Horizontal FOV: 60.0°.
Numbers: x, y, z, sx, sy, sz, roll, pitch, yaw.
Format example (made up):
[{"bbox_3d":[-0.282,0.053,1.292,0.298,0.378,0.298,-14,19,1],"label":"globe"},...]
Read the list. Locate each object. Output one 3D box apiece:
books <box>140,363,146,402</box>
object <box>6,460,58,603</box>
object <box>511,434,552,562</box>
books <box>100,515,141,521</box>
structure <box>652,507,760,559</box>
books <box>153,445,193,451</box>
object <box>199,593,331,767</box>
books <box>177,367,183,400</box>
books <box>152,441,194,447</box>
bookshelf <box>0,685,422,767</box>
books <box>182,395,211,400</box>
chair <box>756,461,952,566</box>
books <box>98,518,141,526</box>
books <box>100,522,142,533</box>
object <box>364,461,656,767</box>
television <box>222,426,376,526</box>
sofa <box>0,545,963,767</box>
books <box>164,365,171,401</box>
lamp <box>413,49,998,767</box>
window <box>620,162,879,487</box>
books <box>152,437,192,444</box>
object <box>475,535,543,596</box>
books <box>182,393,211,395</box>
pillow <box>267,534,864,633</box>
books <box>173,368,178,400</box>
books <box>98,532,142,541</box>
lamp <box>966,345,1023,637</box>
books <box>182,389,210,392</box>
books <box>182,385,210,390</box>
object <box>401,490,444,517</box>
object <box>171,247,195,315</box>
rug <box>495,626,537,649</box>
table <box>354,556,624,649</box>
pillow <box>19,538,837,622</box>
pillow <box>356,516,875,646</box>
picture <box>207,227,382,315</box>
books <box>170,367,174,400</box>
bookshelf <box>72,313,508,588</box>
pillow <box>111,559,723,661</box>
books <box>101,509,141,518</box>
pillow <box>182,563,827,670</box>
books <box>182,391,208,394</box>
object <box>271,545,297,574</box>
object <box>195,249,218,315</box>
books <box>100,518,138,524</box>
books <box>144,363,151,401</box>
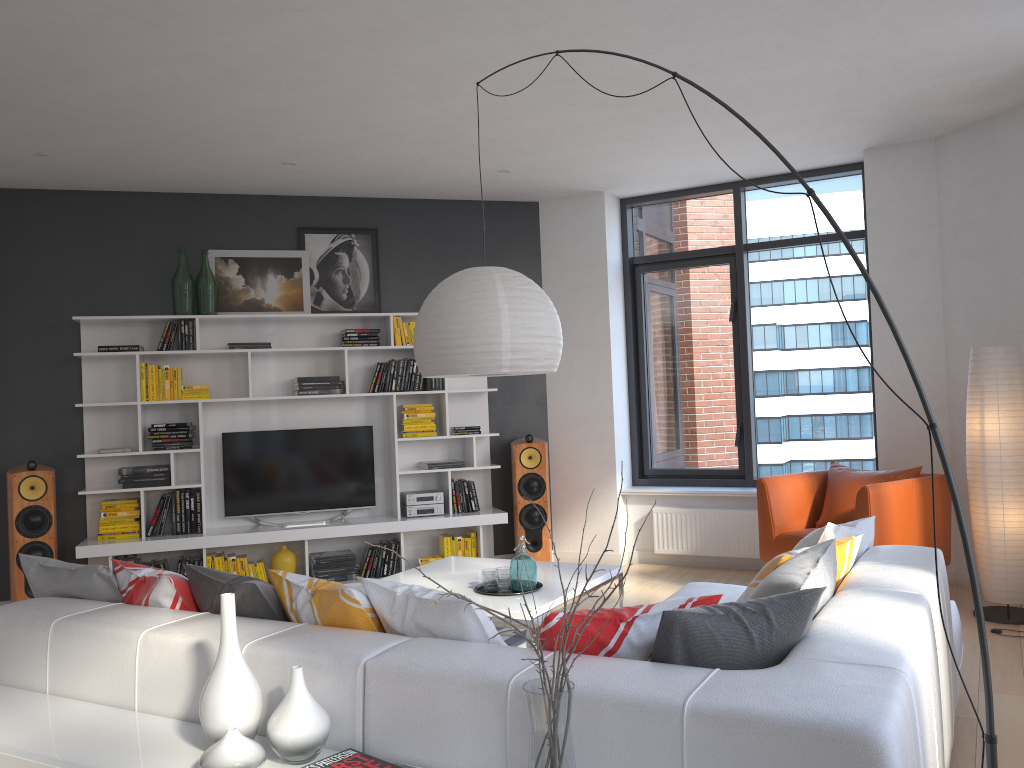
[{"bbox_3d":[-2.621,-0.008,6.323,0.029,0.270,0.204,-2,-1,-17],"label":"books"},{"bbox_3d":[-3.272,1.057,6.052,0.290,1.088,0.434,-2,-1,-32],"label":"object"},{"bbox_3d":[0.152,0.935,7.060,0.290,1.088,0.434,-2,-1,-2],"label":"object"},{"bbox_3d":[-2.770,0.940,6.291,0.251,0.019,0.180,-2,-1,-17],"label":"books"},{"bbox_3d":[1.783,1.175,6.676,1.474,0.460,0.110,-3,-1,28],"label":"structure"},{"bbox_3d":[-2.428,0.456,6.361,0.263,0.026,0.189,-2,-1,-18],"label":"books"},{"bbox_3d":[-0.644,0.728,2.198,0.319,0.398,0.316,-2,-1,-38],"label":"object"},{"bbox_3d":[-2.395,0.002,6.403,0.024,0.234,0.172,-2,-1,-17],"label":"books"},{"bbox_3d":[-2.428,0.431,6.363,0.270,0.025,0.189,-2,-1,-18],"label":"books"},{"bbox_3d":[-0.624,1.175,2.123,2.600,0.500,0.356,-3,-1,28],"label":"bookshelf"},{"bbox_3d":[-2.284,0.097,6.419,0.190,0.033,0.147,-2,-1,-17],"label":"books"},{"bbox_3d":[2.152,0.939,5.530,0.843,0.858,0.896,-2,-1,-29],"label":"chair"},{"bbox_3d":[-2.772,0.979,6.292,0.263,0.015,0.198,-2,-1,-13],"label":"books"},{"bbox_3d":[-2.764,1.008,6.278,0.255,0.044,0.198,-2,-1,-17],"label":"books"},{"bbox_3d":[0.064,0.518,1.723,0.607,0.744,0.406,-2,-1,-22],"label":"object"},{"bbox_3d":[-1.587,0.690,6.659,1.102,0.704,0.207,-2,-1,-17],"label":"television"},{"bbox_3d":[-0.148,1.064,3.553,3.424,0.732,2.614,-3,-1,28],"label":"sofa"},{"bbox_3d":[-2.472,-0.004,6.379,0.035,0.250,0.185,-2,-1,-17],"label":"books"},{"bbox_3d":[0.524,0.059,2.411,0.710,2.647,3.199,-2,-1,-26],"label":"lamp"},{"bbox_3d":[1.848,-0.394,7.008,1.960,2.402,0.170,-3,-1,28],"label":"window"},{"bbox_3d":[-2.442,0.404,6.379,0.266,0.030,0.209,-2,-1,-18],"label":"books"},{"bbox_3d":[-0.020,0.859,4.289,0.330,0.265,0.330,-2,-1,-37],"label":"object"},{"bbox_3d":[-2.285,0.075,6.423,0.196,0.011,0.148,-2,-1,-16],"label":"books"},{"bbox_3d":[0.253,0.785,3.021,2.095,0.440,0.630,-2,-1,-15],"label":"pillow"},{"bbox_3d":[-2.419,0.002,6.392,0.024,0.234,0.172,-2,-1,-17],"label":"books"},{"bbox_3d":[-2.756,1.070,6.264,0.270,0.029,0.204,-2,-1,-12],"label":"books"},{"bbox_3d":[2.788,0.558,4.865,0.502,1.550,0.804,-2,-1,-11],"label":"lamp"},{"bbox_3d":[-2.284,0.045,6.420,0.187,0.014,0.134,-2,-1,-17],"label":"books"},{"bbox_3d":[-2.292,0.026,6.431,0.186,0.026,0.138,-2,-1,-17],"label":"books"},{"bbox_3d":[-0.693,0.923,6.854,0.285,0.174,0.270,-2,-1,-17],"label":"object"},{"bbox_3d":[-2.375,-0.736,6.403,0.157,0.507,0.157,-2,-1,-3],"label":"object"},{"bbox_3d":[-0.391,1.450,4.530,2.326,0.016,1.662,-3,-1,28],"label":"rug"},{"bbox_3d":[-0.137,1.218,4.530,1.091,0.435,1.091,-3,-1,28],"label":"table"},{"bbox_3d":[-0.397,0.793,3.132,2.953,0.453,0.647,-3,-1,16],"label":"pillow"},{"bbox_3d":[0.545,0.757,3.147,2.156,0.456,0.580,-2,-1,-36],"label":"pillow"},{"bbox_3d":[-1.652,-0.855,6.787,1.279,0.707,0.076,-2,-1,-17],"label":"picture"},{"bbox_3d":[-2.444,0.001,6.389,0.023,0.239,0.169,-2,-1,-17],"label":"books"},{"bbox_3d":[-1.556,0.513,6.559,3.000,2.052,0.455,-2,-1,-17],"label":"bookshelf"},{"bbox_3d":[-0.469,0.821,2.794,2.250,0.449,0.575,-3,-1,26],"label":"pillow"},{"bbox_3d":[-2.760,0.912,6.292,0.250,0.035,0.185,-2,-1,-13],"label":"books"},{"bbox_3d":[-0.180,0.780,2.646,2.120,0.436,0.608,-3,-1,24],"label":"pillow"},{"bbox_3d":[-2.285,0.061,6.403,0.169,0.018,0.113,-2,-1,-15],"label":"books"},{"bbox_3d":[-1.659,1.305,6.462,0.185,0.257,0.185,-2,-1,-39],"label":"object"},{"bbox_3d":[-2.242,-0.740,6.502,0.157,0.507,0.157,-2,-1,-3],"label":"object"},{"bbox_3d":[-2.776,0.961,6.269,0.228,0.024,0.152,-2,-1,-12],"label":"books"},{"bbox_3d":[-2.598,-0.009,6.339,0.025,0.270,0.213,-2,-1,-17],"label":"books"}]
